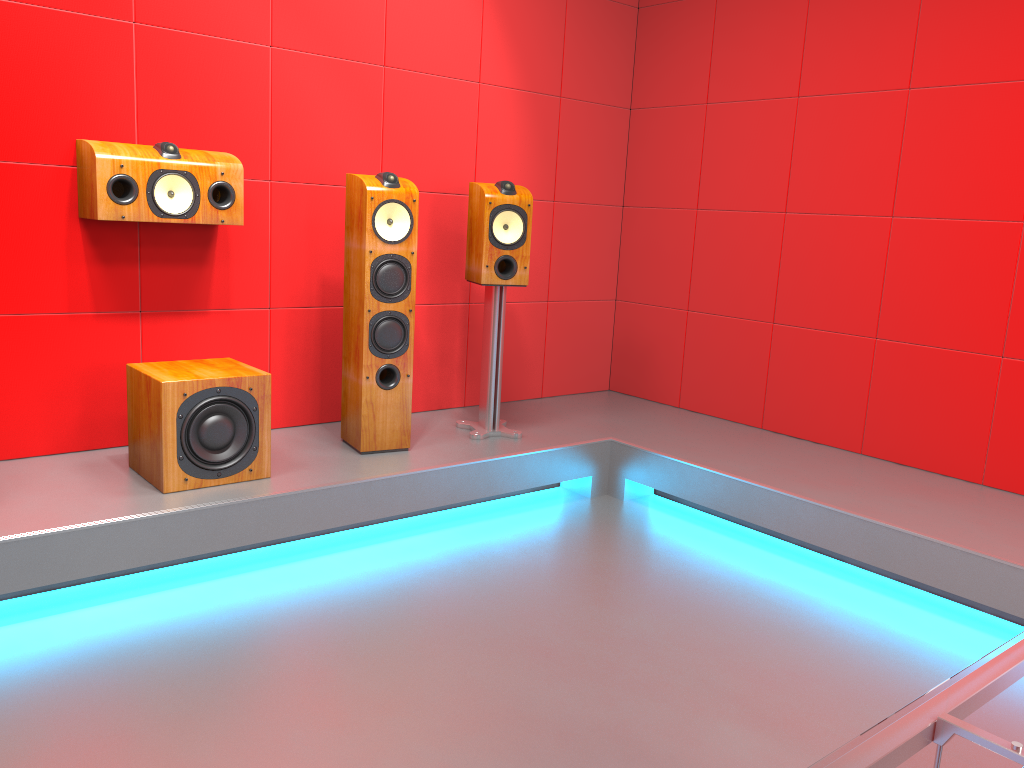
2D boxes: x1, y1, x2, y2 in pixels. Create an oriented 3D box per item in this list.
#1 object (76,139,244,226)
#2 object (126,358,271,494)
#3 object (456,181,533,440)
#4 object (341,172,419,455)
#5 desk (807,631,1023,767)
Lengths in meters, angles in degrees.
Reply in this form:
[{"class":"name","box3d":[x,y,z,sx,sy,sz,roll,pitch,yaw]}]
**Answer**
[{"class":"object","box3d":[-1.218,-0.703,3.092,0.493,0.271,0.235,-6,14,-39]},{"class":"object","box3d":[-1.055,0.126,2.995,0.360,0.360,0.360,-6,14,-39]},{"class":"object","box3d":[-0.073,-0.313,3.729,0.231,1.058,0.265,-1,11,-20]},{"class":"object","box3d":[-0.510,-0.272,3.398,0.203,1.052,0.238,-3,12,-30]},{"class":"desk","box3d":[0.568,0.723,0.785,1.617,0.690,0.594,-6,14,-39]}]
